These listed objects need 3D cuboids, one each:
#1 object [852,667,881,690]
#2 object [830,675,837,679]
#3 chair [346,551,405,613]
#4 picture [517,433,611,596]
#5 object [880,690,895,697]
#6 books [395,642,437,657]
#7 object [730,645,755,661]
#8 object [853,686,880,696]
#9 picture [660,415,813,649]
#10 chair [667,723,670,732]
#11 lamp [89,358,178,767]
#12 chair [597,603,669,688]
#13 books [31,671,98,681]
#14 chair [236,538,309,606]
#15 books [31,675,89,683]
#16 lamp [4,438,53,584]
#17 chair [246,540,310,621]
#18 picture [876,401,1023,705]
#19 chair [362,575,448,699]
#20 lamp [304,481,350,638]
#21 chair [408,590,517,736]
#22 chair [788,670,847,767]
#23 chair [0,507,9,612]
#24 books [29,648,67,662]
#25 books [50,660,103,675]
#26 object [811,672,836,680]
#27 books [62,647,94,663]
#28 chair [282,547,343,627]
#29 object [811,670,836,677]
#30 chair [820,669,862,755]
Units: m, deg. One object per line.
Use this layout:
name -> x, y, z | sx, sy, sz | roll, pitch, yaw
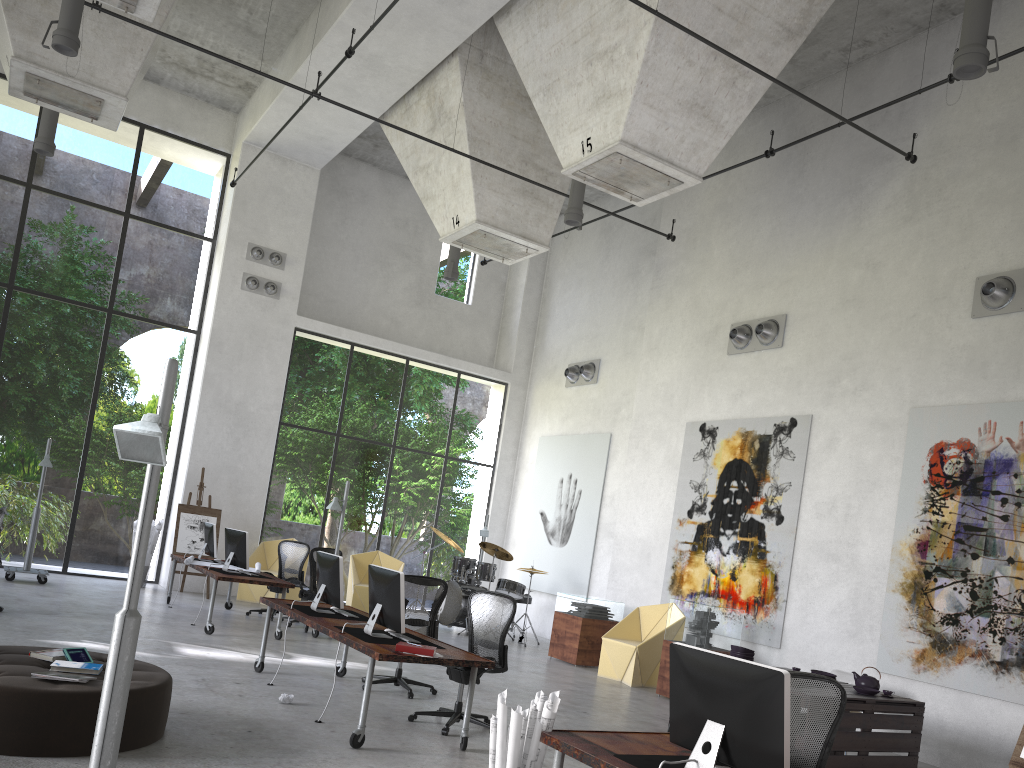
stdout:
object -> 3.223, 2.673, 7.954 | 0.214, 0.230, 0.218 | 13, -7, -32
object -> 2.872, 2.696, 8.094 | 0.231, 0.062, 0.229 | 15, -12, -34
chair -> -2.428, 3.534, 15.511 | 0.983, 1.159, 0.941 | 10, -6, -10
picture -> 0.930, 2.449, 16.542 | 0.021, 2.993, 2.336 | 10, -6, -30
object -> 3.320, 2.738, 7.766 | 0.116, 0.056, 0.140 | 5, -10, 20
books -> -0.705, 1.955, 6.482 | 0.285, 0.052, 0.205 | 8, -10, 2
object -> 2.172, 2.586, 8.307 | 0.216, 0.212, 0.193 | 12, -7, -29
object -> 3.106, 2.695, 7.704 | 0.228, 0.047, 0.233 | 1, -13, 37
picture -> 3.019, 1.967, 12.200 | 0.021, 2.993, 2.354 | 10, -6, -30
chair -> 1.654, 3.105, 8.015 | 0.419, 0.485, 0.443 | 8, -6, 5
lamp -> -1.545, 0.953, 3.527 | 0.581, 2.135, 0.599 | 9, -3, -5
chair -> 1.832, 3.569, 12.168 | 0.946, 1.159, 0.979 | 12, -7, -32
books -> -2.734, 1.785, 5.370 | 0.300, 0.039, 0.223 | 8, -10, 4
chair -> -4.093, 3.211, 15.142 | 0.974, 1.159, 0.950 | 7, -6, 18
books -> -2.736, 1.787, 5.343 | 0.302, 0.031, 0.221 | 12, -11, -15
lamp -> -7.056, 1.868, 13.054 | 0.586, 2.135, 0.594 | 11, -4, -30
chair -> -3.449, 2.930, 13.178 | 0.768, 1.175, 0.803 | 8, -5, 9
picture -> 4.908, 1.672, 9.037 | 0.021, 2.994, 2.217 | 10, -5, -30
chair -> -1.098, 2.486, 8.822 | 0.788, 1.175, 0.783 | 4, -7, 43
lamp -> -2.418, 2.391, 12.051 | 0.603, 2.135, 0.577 | 11, -4, -30
chair -> -0.365, 2.360, 7.536 | 0.765, 1.175, 0.806 | 6, -6, 29
chair -> 1.550, 2.067, 4.359 | 0.782, 1.175, 0.789 | 13, -7, -41
chair -> -6.012, 1.908, 9.767 | 0.804, 1.175, 0.767 | 13, -7, -41
books -> -3.074, 1.831, 5.937 | 0.196, 0.034, 0.290 | 6, -11, 16
books -> -2.795, 1.821, 5.644 | 0.286, 0.033, 0.199 | 12, -11, -17
object -> 2.867, 2.708, 8.089 | 0.232, 0.062, 0.228 | 15, -12, -34
books -> -2.906, 1.830, 5.884 | 0.204, 0.102, 0.147 | 0, -12, 45
chair -> -2.921, 2.930, 12.740 | 0.787, 1.175, 0.783 | 7, -5, 24
object -> 2.868, 2.684, 8.098 | 0.232, 0.057, 0.229 | 14, -11, -30
chair -> 3.365, 3.421, 9.167 | 0.691, 0.812, 0.785 | 3, -9, 44
